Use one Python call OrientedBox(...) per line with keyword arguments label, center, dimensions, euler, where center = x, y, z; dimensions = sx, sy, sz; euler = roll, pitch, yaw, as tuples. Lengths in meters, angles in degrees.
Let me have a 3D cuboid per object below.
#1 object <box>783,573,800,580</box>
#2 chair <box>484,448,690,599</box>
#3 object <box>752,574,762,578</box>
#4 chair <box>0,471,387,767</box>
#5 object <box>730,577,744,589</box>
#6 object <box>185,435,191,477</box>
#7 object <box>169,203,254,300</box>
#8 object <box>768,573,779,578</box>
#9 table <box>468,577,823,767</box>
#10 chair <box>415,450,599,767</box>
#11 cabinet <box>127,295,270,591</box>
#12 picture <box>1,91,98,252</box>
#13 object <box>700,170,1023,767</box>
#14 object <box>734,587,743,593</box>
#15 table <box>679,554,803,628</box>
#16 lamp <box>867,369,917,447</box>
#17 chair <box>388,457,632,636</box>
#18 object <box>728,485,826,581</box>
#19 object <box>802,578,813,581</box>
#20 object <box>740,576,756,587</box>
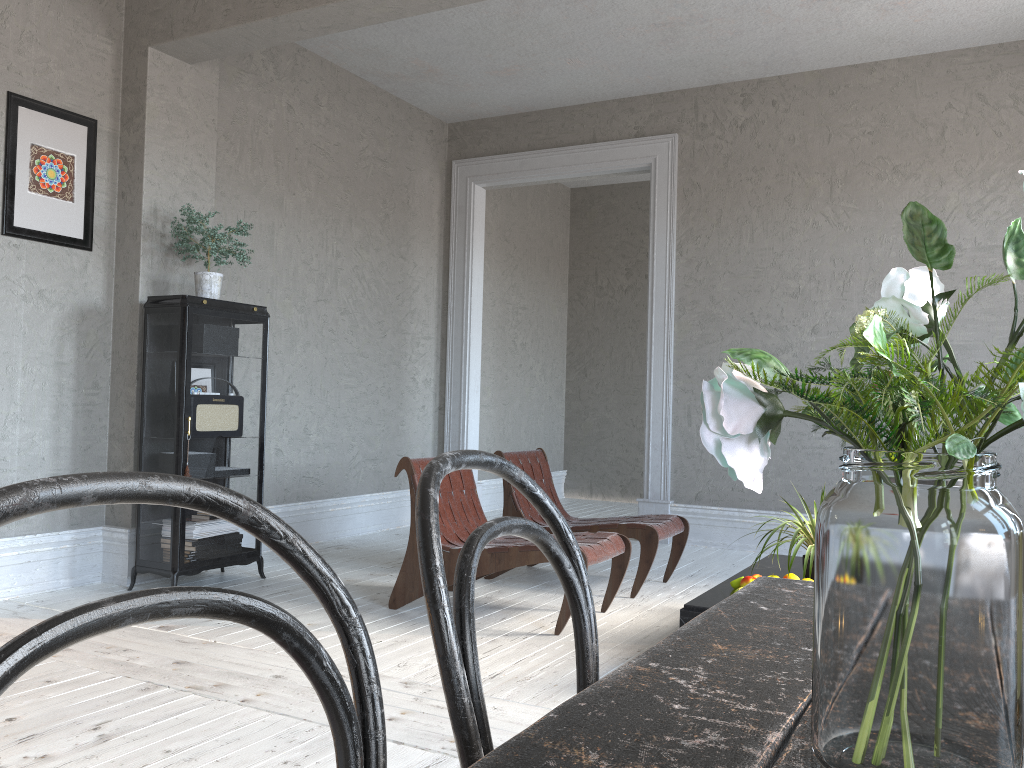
OrientedBox(label="object", center=(1.063, 0.753, 3.362), dimensions=(0.069, 0.066, 0.071), euler=(0, -2, 43))
OrientedBox(label="chair", center=(0.418, 0.742, 4.911), dimensions=(0.999, 0.721, 0.516), euler=(1, -2, 28))
OrientedBox(label="object", center=(0.932, 0.754, 3.378), dimensions=(0.057, 0.058, 0.056), euler=(3, -2, -37))
OrientedBox(label="chair", center=(-0.095, 0.526, 0.493), dimensions=(0.538, 0.920, 0.447), euler=(1, -2, 36))
OrientedBox(label="object", center=(0.861, 0.754, 3.362), dimensions=(0.057, 0.053, 0.061), euler=(1, -2, 35))
OrientedBox(label="object", center=(-1.573, 0.362, 4.293), dimensions=(0.041, 0.234, 0.044), euler=(2, -1, -15))
OrientedBox(label="object", center=(-1.565, -0.681, 4.630), dimensions=(0.405, 0.506, 0.407), euler=(0, -2, 44))
OrientedBox(label="object", center=(0.994, 0.753, 3.373), dimensions=(0.063, 0.063, 0.060), euler=(2, -2, -30))
OrientedBox(label="table", center=(0.284, 0.624, 0.273), dimensions=(0.889, 0.735, 1.954), euler=(1, -2, 29))
OrientedBox(label="chair", center=(0.165, 0.544, 0.970), dimensions=(0.540, 0.920, 0.445), euler=(1, -2, 26))
OrientedBox(label="cabinet", center=(-1.593, 0.307, 4.599), dimensions=(0.342, 1.471, 0.629), euler=(1, -2, 29))
OrientedBox(label="picture", center=(-2.249, -1.022, 4.328), dimensions=(0.019, 0.677, 0.467), euler=(1, -2, 29))
OrientedBox(label="object", center=(0.283, 0.058, 0.615), dimensions=(0.306, 0.414, 0.255), euler=(1, -2, 27))
OrientedBox(label="object", center=(0.844, 0.759, 3.238), dimensions=(0.068, 0.037, 0.046), euler=(2, -2, -35))
OrientedBox(label="table", center=(1.271, 0.944, 3.458), dimensions=(0.834, 0.303, 1.333), euler=(1, -2, 29))
OrientedBox(label="lamp", center=(1.331, 0.367, 3.032), dimensions=(0.140, 0.839, 0.247), euler=(2, -2, -26))
OrientedBox(label="chair", center=(-0.005, 0.713, 4.148), dimensions=(0.999, 0.721, 0.516), euler=(1, -2, 28))
OrientedBox(label="object", center=(1.198, 0.592, 3.544), dimensions=(0.677, 0.420, 0.716), euler=(3, -2, -44))
OrientedBox(label="object", center=(1.094, 0.752, 3.277), dimensions=(0.066, 0.066, 0.072), euler=(1, -2, 33))
OrientedBox(label="object", center=(0.890, 0.748, 3.303), dimensions=(0.076, 0.064, 0.073), euler=(2, -2, -31))
